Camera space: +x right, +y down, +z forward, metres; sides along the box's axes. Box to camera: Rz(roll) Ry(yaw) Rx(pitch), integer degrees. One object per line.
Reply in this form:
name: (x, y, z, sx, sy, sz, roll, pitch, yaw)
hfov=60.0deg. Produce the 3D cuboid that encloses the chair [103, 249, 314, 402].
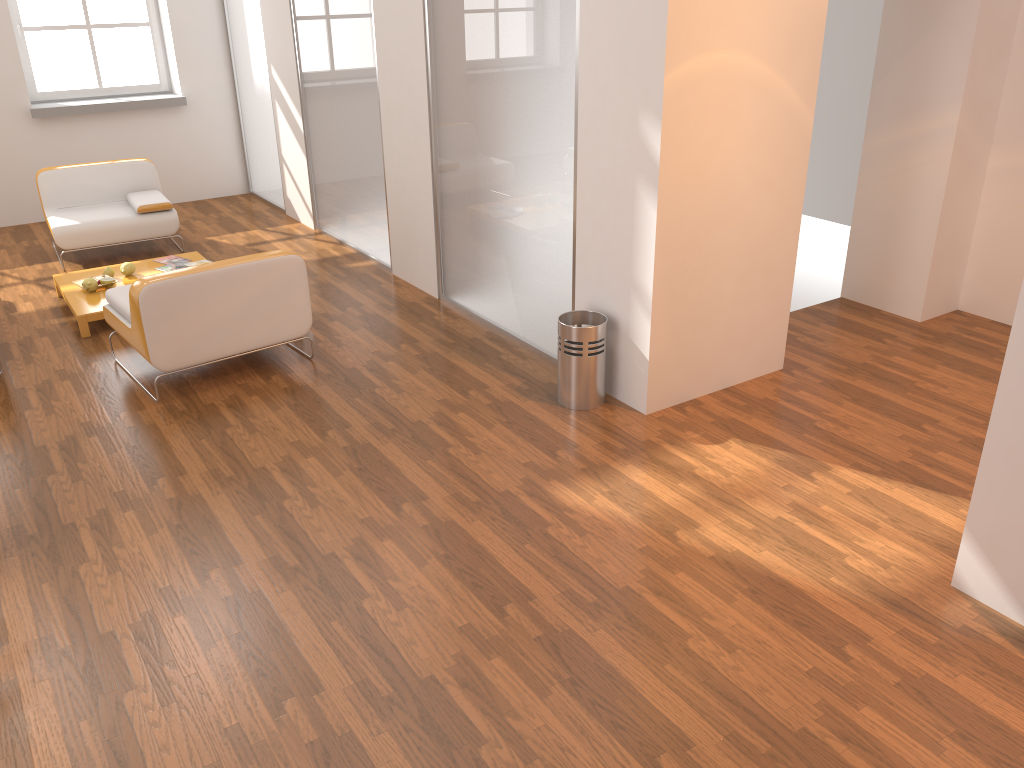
chair: (-1.738, -0.444, 5.029, 0.923, 0.661, 0.825, -19, 30, -34)

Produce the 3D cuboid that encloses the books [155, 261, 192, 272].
books: (-2.403, -0.839, 6.335, 0.171, 0.004, 0.249, 14, 29, 29)

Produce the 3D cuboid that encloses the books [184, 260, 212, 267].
books: (-2.199, -0.846, 6.324, 0.249, 0.004, 0.171, 19, 31, 36)

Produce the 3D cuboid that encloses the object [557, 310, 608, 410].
object: (0.356, -0.122, 4.515, 0.248, 0.450, 0.248, 4, 25, 10)

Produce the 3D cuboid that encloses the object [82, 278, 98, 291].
object: (-2.771, -0.654, 5.830, 0.101, 0.095, 0.102, 11, 27, 24)

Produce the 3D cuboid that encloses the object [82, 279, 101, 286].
object: (-2.800, -0.669, 5.922, 0.134, 0.037, 0.061, -12, 27, -23)

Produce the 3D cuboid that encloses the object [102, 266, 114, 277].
object: (-2.775, -0.766, 6.091, 0.080, 0.087, 0.094, -3, 25, -5)

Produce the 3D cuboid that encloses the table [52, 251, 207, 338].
table: (-2.523, -0.644, 6.101, 1.000, 0.150, 1.000, -16, 29, -29)

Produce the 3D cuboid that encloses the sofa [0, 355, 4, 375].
sofa: (-3.763, -0.582, 5.403, 0.825, 0.661, 2.010, -17, 29, -31)

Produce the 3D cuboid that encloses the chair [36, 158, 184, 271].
chair: (-3.244, -1.394, 7.141, 0.923, 0.661, 0.825, -14, 28, -27)

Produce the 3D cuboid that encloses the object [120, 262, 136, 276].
object: (-2.667, -0.800, 6.155, 0.105, 0.091, 0.103, -19, 31, -34)

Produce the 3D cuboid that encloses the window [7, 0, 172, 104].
window: (-3.914, -3.498, 8.086, 1.308, 1.737, 0.142, -16, 29, -29)

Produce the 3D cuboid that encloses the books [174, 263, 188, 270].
books: (-2.301, -0.823, 6.288, 0.171, 0.004, 0.249, -5, 25, -9)

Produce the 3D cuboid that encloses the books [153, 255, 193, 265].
books: (-2.480, -0.901, 6.473, 0.249, 0.004, 0.171, 17, 30, 34)

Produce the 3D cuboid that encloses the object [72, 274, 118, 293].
object: (-2.773, -0.661, 5.910, 0.227, 0.048, 0.227, -23, 32, -39)

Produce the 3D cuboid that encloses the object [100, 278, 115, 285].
object: (-2.697, -0.673, 5.918, 0.092, 0.065, 0.091, 7, 26, 17)
